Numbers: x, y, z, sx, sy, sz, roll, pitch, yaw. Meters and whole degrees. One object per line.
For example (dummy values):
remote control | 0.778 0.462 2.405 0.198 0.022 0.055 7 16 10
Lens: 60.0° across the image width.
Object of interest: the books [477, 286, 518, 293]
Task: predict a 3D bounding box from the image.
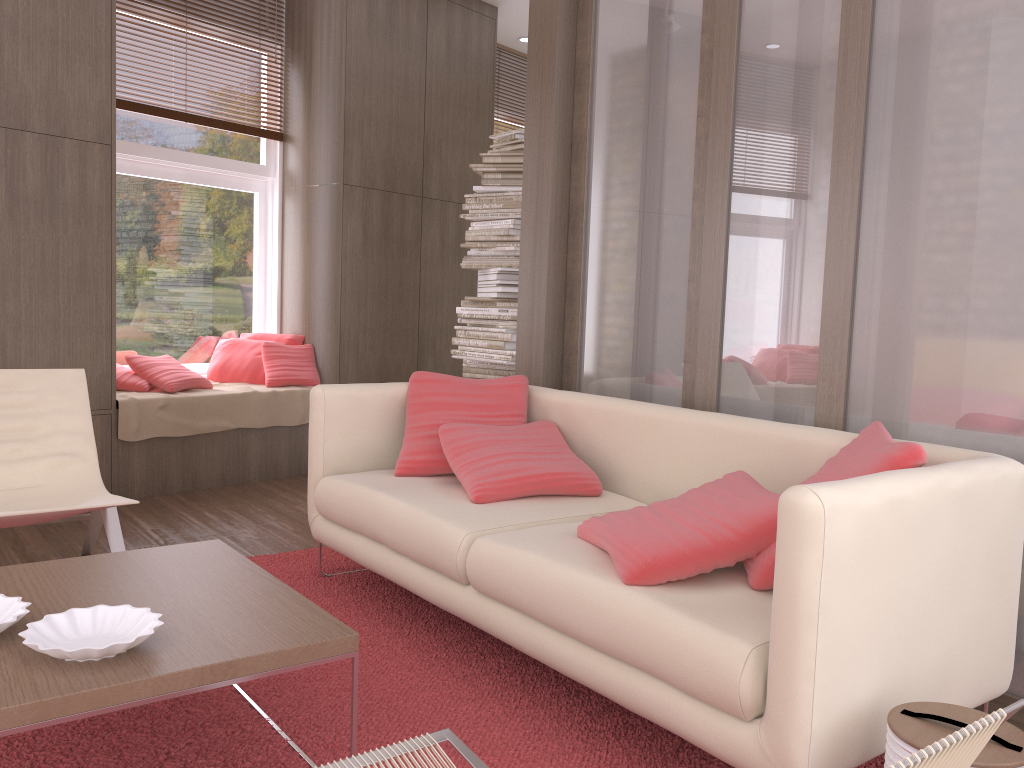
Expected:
books | 0.016 -0.540 5.131 0.317 0.030 0.524 1 5 -17

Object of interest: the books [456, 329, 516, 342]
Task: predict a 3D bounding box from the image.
books | -0.002 -0.283 5.209 0.421 0.046 0.542 -1 6 -37

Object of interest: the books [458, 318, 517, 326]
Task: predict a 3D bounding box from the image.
books | -0.021 -0.361 5.209 0.469 0.028 0.368 6 6 38

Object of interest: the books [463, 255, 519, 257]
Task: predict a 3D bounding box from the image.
books | -0.039 -0.738 5.192 0.395 0.007 0.308 5 5 28

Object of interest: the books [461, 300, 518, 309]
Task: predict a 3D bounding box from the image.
books | 0.009 -0.459 5.177 0.518 0.038 0.341 6 6 38

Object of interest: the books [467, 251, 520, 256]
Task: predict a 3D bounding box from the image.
books | -0.022 -0.754 5.193 0.379 0.028 0.297 5 5 28

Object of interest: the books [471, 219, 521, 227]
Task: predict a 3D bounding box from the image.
books | -0.005 -0.921 5.147 0.297 0.028 0.379 -2 6 -42

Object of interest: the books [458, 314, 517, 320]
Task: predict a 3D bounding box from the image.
books | -0.037 -0.389 5.176 0.442 0.025 0.346 6 6 38

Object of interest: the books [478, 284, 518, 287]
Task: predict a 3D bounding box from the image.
books | -0.011 -0.567 5.179 0.294 0.013 0.413 1 5 -17

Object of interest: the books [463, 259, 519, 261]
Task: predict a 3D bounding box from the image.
books | -0.021 -0.713 5.163 0.446 0.012 0.291 5 5 28

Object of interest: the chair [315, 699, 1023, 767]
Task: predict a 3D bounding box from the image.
chair | -0.120 0.605 0.889 0.739 0.762 0.853 -2 6 -37

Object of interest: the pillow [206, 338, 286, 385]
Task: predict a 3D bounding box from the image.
pillow | -1.688 -0.143 5.585 0.485 0.279 0.270 2 5 -1

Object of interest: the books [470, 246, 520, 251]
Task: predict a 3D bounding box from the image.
books | -0.009 -0.775 5.164 0.287 0.020 0.388 -2 6 -42

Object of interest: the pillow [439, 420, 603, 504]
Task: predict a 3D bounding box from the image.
pillow | 0.017 0.268 3.131 0.507 0.224 0.467 0 5 -24

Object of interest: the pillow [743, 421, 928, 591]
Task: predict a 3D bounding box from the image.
pillow | 0.770 0.290 2.210 0.379 0.377 0.498 3 5 13

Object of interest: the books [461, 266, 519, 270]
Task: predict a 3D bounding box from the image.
books | -0.027 -0.670 5.156 0.469 0.015 0.267 5 5 28

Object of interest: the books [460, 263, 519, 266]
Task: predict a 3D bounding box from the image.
books | -0.040 -0.687 5.182 0.444 0.015 0.279 5 5 28

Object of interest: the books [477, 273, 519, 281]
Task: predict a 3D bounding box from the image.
books | -0.002 -0.614 5.175 0.308 0.036 0.417 1 5 -17

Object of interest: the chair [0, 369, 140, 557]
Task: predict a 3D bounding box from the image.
chair | -1.766 0.362 3.071 0.739 0.767 0.860 -1 6 -37

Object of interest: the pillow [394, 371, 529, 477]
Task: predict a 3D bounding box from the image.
pillow | -0.181 0.155 3.393 0.498 0.377 0.379 2 5 -2

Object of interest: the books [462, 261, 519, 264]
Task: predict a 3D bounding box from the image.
books | -0.032 -0.701 5.176 0.432 0.013 0.288 5 5 28

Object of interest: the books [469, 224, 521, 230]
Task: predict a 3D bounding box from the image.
books | -0.018 -0.900 5.170 0.287 0.020 0.388 -2 6 -42

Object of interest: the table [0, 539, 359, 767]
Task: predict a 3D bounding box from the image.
table | -0.915 0.670 1.917 0.850 0.378 0.850 -1 6 -37

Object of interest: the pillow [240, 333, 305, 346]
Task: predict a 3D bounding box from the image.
pillow | -1.591 -0.161 5.733 0.484 0.334 0.193 2 5 3

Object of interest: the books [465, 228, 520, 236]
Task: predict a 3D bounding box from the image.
books | -0.038 -0.873 5.185 0.297 0.039 0.379 -2 6 -42

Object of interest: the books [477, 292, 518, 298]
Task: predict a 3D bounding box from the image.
books | 0.004 -0.513 5.177 0.322 0.030 0.435 1 5 -17

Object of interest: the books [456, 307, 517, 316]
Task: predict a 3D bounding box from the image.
books | -0.031 -0.422 5.196 0.469 0.038 0.364 6 6 38

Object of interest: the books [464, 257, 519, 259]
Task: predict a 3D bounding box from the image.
books | -0.024 -0.726 5.173 0.412 0.011 0.308 5 5 28

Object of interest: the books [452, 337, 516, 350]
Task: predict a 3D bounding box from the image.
books | -0.039 -0.238 5.215 0.410 0.046 0.522 -1 6 -37

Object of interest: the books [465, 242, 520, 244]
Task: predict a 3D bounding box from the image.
books | -0.048 -0.812 5.177 0.368 0.009 0.262 5 5 28

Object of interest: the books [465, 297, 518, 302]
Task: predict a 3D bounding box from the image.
books | -0.010 -0.491 5.203 0.450 0.022 0.364 3 5 13

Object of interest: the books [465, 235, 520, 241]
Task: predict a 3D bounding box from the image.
books | -0.034 -0.839 5.176 0.379 0.028 0.297 5 5 28

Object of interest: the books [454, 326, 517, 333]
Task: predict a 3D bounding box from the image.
books | -0.032 -0.318 5.206 0.399 0.020 0.510 -1 6 -37

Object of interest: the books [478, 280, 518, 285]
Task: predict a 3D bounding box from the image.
books | 0.014 -0.582 5.148 0.323 0.020 0.484 1 5 -17

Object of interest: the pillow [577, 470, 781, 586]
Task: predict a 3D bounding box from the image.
pillow | 0.452 0.357 2.271 0.467 0.224 0.507 1 5 -10

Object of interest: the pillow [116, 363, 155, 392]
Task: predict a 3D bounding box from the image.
pillow | -2.180 -0.041 4.991 0.373 0.150 0.397 2 5 -3

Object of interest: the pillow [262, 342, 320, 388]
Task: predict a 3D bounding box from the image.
pillow | -1.388 -0.118 5.554 0.357 0.278 0.264 -1 5 -29

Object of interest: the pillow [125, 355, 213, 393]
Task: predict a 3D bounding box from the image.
pillow | -1.954 -0.064 5.054 0.354 0.200 0.403 4 5 17

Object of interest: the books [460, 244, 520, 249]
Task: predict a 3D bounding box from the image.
books | -0.027 -0.795 5.164 0.467 0.020 0.283 5 5 28

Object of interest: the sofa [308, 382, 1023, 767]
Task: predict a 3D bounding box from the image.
sofa | 0.223 0.459 2.755 0.919 0.751 2.204 -1 6 -37

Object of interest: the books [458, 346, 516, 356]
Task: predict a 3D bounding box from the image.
books | 0.020 -0.194 5.166 0.423 0.025 0.566 -1 6 -37
